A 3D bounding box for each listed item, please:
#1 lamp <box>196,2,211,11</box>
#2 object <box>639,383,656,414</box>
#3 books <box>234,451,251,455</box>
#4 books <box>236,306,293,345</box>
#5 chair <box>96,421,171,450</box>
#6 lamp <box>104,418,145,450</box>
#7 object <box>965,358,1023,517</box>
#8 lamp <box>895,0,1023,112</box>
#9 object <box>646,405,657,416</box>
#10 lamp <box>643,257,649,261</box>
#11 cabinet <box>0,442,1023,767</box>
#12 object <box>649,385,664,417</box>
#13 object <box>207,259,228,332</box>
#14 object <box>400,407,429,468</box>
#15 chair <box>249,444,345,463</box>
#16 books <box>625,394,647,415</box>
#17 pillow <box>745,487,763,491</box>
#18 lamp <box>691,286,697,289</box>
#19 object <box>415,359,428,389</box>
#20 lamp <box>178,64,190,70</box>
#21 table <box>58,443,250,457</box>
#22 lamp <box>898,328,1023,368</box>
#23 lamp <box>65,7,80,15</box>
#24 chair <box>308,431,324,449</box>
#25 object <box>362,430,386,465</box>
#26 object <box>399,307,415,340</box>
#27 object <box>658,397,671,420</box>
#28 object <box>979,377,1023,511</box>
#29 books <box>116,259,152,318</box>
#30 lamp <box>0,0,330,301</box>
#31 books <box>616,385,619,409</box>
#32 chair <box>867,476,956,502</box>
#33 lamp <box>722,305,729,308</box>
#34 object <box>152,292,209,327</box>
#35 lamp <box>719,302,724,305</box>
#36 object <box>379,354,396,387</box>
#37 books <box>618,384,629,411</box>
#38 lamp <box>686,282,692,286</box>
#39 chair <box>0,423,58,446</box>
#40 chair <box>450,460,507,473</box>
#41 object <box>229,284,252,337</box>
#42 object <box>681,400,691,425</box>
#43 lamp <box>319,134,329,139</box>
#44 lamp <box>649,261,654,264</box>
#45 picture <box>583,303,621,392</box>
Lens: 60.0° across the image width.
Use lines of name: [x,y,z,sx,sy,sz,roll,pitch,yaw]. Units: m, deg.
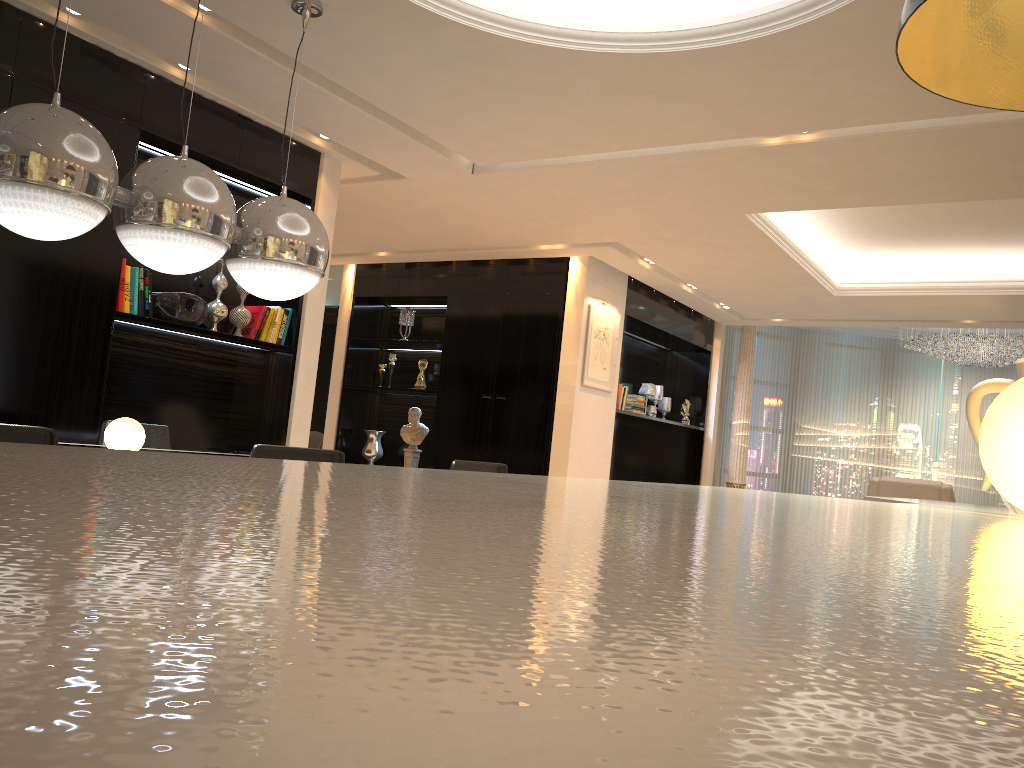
lamp: [-1.352,-1.689,3.755,0.107,0.127,0.271,3,-5,32]
object: [1.463,0.187,9.654,0.181,0.381,0.181,4,-5,27]
books: [-1.595,0.549,5.234,0.222,0.296,0.345,3,-5,32]
books: [-1.495,-0.362,5.335,0.189,0.238,0.290,3,-5,31]
chair: [-1.526,0.611,3.809,0.496,0.858,0.523,3,-5,32]
lamp: [-1.282,0.174,2.937,0.125,0.125,0.125,6,-4,-7]
object: [0.871,0.090,1.421,0.211,0.254,0.183,6,-4,-5]
lamp: [1.091,-1.051,1.557,0.710,0.898,0.710,2,-6,43]
object: [1.530,0.316,9.749,0.119,0.154,0.119,2,-6,42]
lamp: [1.189,-1.131,7.677,0.107,0.127,0.107,2,-6,44]
cabinet: [0.978,0.676,1.421,1.046,0.887,3.752,3,-5,32]
object: [1.638,0.230,10.121,0.156,0.426,0.156,3,-5,38]
object: [-1.675,-0.494,5.057,0.121,0.416,0.121,4,-5,28]
object: [-0.981,0.630,8.795,0.221,0.794,0.308,8,-5,-30]
chair: [-0.802,0.585,2.473,0.496,0.858,0.523,3,-5,32]
books: [1.233,0.218,9.191,0.260,0.197,0.296,3,-5,35]
pillow: [2.359,1.181,8.287,0.255,0.399,0.526,3,-5,32]
lamp: [1.798,-0.995,8.646,0.107,0.127,0.107,5,-4,14]
object: [-0.898,-0.090,8.822,0.116,0.318,0.113,3,-5,32]
lamp: [-1.644,-1.664,4.497,0.107,0.127,0.107,5,-4,14]
table: [-1.371,0.602,2.822,1.293,0.759,3.031,3,-5,32]
lamp: [5.629,-0.535,10.617,2.109,0.685,2.109,7,-4,-12]
lamp: [-1.960,-1.734,3.995,0.107,0.127,0.107,5,-4,14]
chair: [-2.433,0.931,9.580,0.625,0.898,0.702,3,-5,34]
object: [-1.441,0.743,9.136,0.221,0.522,0.221,3,-5,37]
object: [-1.055,-0.595,8.859,0.155,0.347,0.155,5,-4,13]
object: [1.774,0.316,10.331,0.147,0.317,0.147,3,-5,34]
object: [0.763,0.085,1.220,0.212,0.214,0.213,6,-4,-7]
books: [-1.981,-0.486,4.562,0.210,0.270,0.236,3,-5,32]
lamp: [-1.265,-1.024,2.953,0.408,1.226,1.827,3,-5,32]
books: [0.903,0.107,8.611,0.208,0.270,0.240,3,-5,32]
chair: [2.576,1.109,5.672,1.027,0.991,0.983,3,-5,32]
lamp: [2.295,-0.871,9.447,0.107,0.127,0.107,5,-4,14]
object: [-1.807,-0.400,4.811,0.193,0.177,0.375,3,-5,33]
lamp: [2.232,-0.898,9.336,0.107,0.127,0.107,5,-4,14]
object: [-1.275,-0.134,9.021,0.176,0.361,0.079,5,-4,14]
books: [1.021,0.138,8.808,0.212,0.261,0.210,3,-5,32]
lamp: [1.733,-1.010,8.543,0.107,0.127,0.107,2,-6,44]
chair: [-1.251,0.485,1.759,0.496,0.858,0.523,3,-5,32]
chair: [-0.344,0.688,3.202,0.496,0.858,0.523,3,-5,32]
object: [-1.563,-0.572,5.177,0.121,0.612,0.121,4,-5,28]
object: [2.005,0.330,10.234,0.116,0.293,0.182,3,-5,30]
lamp: [-1.113,-1.545,5.341,0.107,0.127,0.107,5,-4,14]
lamp: [1.249,-1.118,7.774,0.107,0.127,0.107,2,-6,44]
picture: [0.807,-0.318,7.999,0.027,0.729,0.610,3,-5,32]
